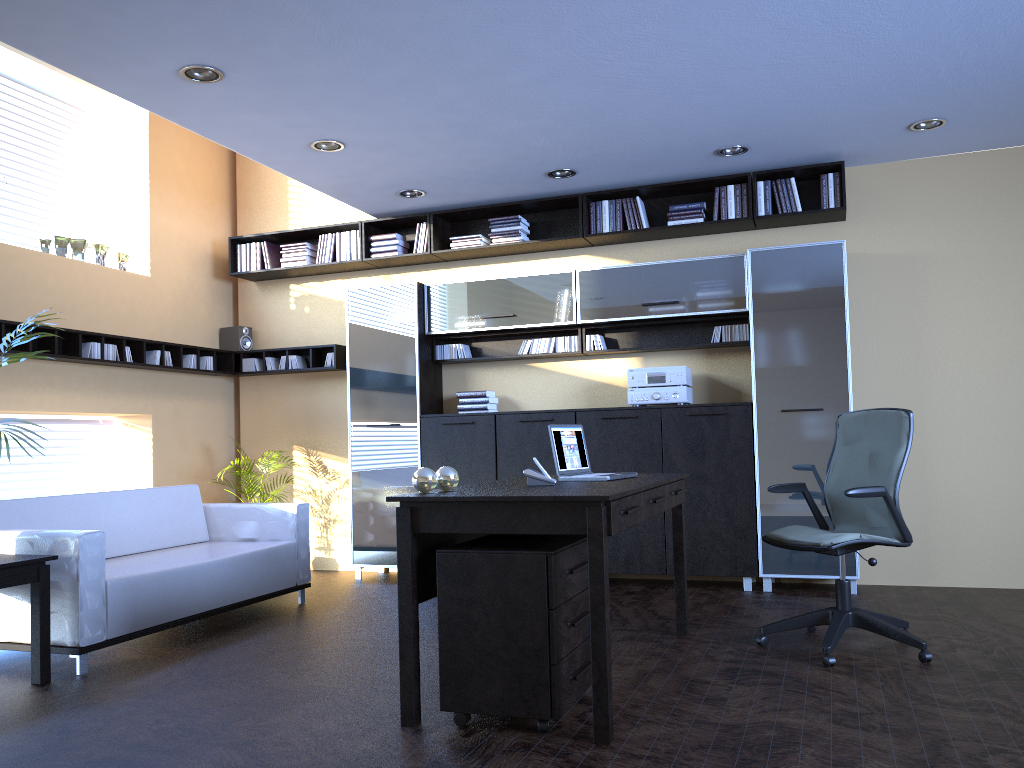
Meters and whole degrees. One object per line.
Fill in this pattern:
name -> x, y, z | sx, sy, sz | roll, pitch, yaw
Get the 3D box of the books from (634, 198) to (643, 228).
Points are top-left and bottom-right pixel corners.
books -> 0.990, -1.279, 6.791 | 0.072, 0.257, 0.207 | -2, -3, 20

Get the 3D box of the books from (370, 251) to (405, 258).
books -> -1.032, -1.072, 7.497 | 0.258, 0.050, 0.208 | -3, -4, 19

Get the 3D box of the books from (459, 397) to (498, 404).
books -> -0.268, 0.138, 7.203 | 0.258, 0.050, 0.208 | -3, -4, 20

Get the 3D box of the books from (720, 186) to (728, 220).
books -> 1.579, -1.310, 6.567 | 0.050, 0.258, 0.207 | -2, -3, 20

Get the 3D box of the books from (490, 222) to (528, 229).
books -> -0.024, -1.258, 7.139 | 0.258, 0.028, 0.208 | -3, -4, 19

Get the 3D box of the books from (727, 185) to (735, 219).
books -> 1.625, -1.313, 6.541 | 0.050, 0.258, 0.207 | -2, -3, 20

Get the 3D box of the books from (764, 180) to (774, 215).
books -> 1.868, -1.325, 6.451 | 0.050, 0.258, 0.207 | -2, -3, 20

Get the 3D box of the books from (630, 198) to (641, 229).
books -> 0.964, -1.277, 6.783 | 0.072, 0.257, 0.207 | -2, -3, 20

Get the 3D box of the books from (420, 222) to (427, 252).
books -> -0.698, -1.195, 7.375 | 0.075, 0.259, 0.207 | -2, -3, 19

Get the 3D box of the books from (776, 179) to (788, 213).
books -> 1.959, -1.330, 6.419 | 0.075, 0.259, 0.207 | -2, -3, 19

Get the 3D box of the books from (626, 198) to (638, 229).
books -> 0.935, -1.277, 6.798 | 0.075, 0.259, 0.207 | -2, -3, 20

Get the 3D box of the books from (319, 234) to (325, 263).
books -> -1.601, -1.149, 7.699 | 0.075, 0.259, 0.207 | -2, -3, 19

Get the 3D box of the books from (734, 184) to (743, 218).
books -> 1.674, -1.315, 6.524 | 0.050, 0.258, 0.207 | -2, -3, 20

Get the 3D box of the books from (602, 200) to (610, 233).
books -> 0.746, -1.267, 6.864 | 0.050, 0.258, 0.207 | -2, -3, 20

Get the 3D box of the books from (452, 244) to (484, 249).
books -> -0.333, -1.100, 7.236 | 0.258, 0.028, 0.207 | -3, -4, 20

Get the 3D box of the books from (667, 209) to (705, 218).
books -> 1.311, -1.265, 6.662 | 0.258, 0.031, 0.208 | -3, -4, 19

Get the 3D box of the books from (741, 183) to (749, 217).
books -> 1.723, -1.317, 6.506 | 0.050, 0.258, 0.207 | -2, -3, 20

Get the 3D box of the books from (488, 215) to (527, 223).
books -> -0.034, -1.314, 7.144 | 0.258, 0.028, 0.208 | -3, -4, 20

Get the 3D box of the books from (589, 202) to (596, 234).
books -> 0.650, -1.262, 6.904 | 0.050, 0.258, 0.207 | -2, -3, 20

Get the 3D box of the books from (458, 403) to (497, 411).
books -> -0.281, 0.189, 7.197 | 0.258, 0.050, 0.208 | -3, -4, 20

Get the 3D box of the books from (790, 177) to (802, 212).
books -> 2.048, -1.334, 6.386 | 0.075, 0.259, 0.207 | -2, -3, 19

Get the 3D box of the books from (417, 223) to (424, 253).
books -> -0.724, -1.192, 7.398 | 0.075, 0.259, 0.207 | -2, -3, 19

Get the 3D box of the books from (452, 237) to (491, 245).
books -> -0.330, -1.156, 7.246 | 0.258, 0.028, 0.208 | -3, -4, 19

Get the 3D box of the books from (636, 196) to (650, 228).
books -> 1.003, -1.281, 6.759 | 0.072, 0.257, 0.207 | -2, -3, 19

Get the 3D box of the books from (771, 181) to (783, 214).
books -> 1.936, -1.327, 6.450 | 0.075, 0.259, 0.207 | -2, -3, 20

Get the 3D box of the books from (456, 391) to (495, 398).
books -> -0.293, 0.087, 7.203 | 0.258, 0.050, 0.208 | -3, -4, 19

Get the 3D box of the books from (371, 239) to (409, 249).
books -> -1.032, -1.174, 7.505 | 0.258, 0.050, 0.208 | -3, -4, 20

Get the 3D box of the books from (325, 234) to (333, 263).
books -> -1.541, -1.152, 7.678 | 0.075, 0.259, 0.207 | -2, -3, 19

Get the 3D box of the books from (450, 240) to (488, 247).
books -> -0.343, -1.128, 7.243 | 0.258, 0.028, 0.207 | -3, -4, 20

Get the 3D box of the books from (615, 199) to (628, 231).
books -> 0.846, -1.272, 6.833 | 0.050, 0.258, 0.207 | -2, -3, 20

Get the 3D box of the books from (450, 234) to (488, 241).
books -> -0.349, -1.183, 7.260 | 0.258, 0.028, 0.208 | -3, -4, 19

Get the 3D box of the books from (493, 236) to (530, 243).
books -> 0.002, -1.144, 7.134 | 0.258, 0.028, 0.207 | -3, -4, 20

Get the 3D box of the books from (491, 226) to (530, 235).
books -> -0.010, -1.230, 7.144 | 0.258, 0.028, 0.208 | -3, -4, 20

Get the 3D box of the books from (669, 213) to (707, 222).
books -> 1.324, -1.234, 6.657 | 0.258, 0.031, 0.208 | -3, -4, 20

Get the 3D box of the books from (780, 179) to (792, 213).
books -> 1.990, -1.331, 6.412 | 0.075, 0.259, 0.207 | -2, -3, 20

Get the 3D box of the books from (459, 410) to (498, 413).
books -> -0.272, 0.239, 7.187 | 0.258, 0.050, 0.207 | -3, -4, 20

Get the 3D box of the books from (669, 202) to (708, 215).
books -> 1.328, -1.307, 6.649 | 0.258, 0.050, 0.208 | -3, -4, 20

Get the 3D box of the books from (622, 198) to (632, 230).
books -> 0.906, -1.275, 6.810 | 0.075, 0.259, 0.207 | -2, -3, 20

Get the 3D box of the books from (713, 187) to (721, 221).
books -> 1.528, -1.307, 6.582 | 0.055, 0.260, 0.207 | -2, -3, 20

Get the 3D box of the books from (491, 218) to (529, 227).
books -> -0.014, -1.287, 7.133 | 0.258, 0.028, 0.208 | -3, -4, 19

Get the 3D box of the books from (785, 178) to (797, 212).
books -> 2.019, -1.333, 6.398 | 0.075, 0.259, 0.207 | -2, -3, 19

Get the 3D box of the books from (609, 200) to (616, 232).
books -> 0.798, -1.270, 6.853 | 0.050, 0.258, 0.207 | -2, -3, 20

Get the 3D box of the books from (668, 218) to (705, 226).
books -> 1.318, -1.191, 6.666 | 0.258, 0.050, 0.208 | -3, -4, 19

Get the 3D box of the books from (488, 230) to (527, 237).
books -> -0.034, -1.198, 7.161 | 0.258, 0.028, 0.208 | -3, -4, 19

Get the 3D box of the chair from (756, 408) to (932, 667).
chair -> 1.707, 0.732, 4.521 | 0.768, 1.214, 0.833 | 0, -3, -23

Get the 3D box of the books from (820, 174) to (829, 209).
books -> 2.234, -1.343, 6.336 | 0.050, 0.258, 0.207 | -2, -3, 19

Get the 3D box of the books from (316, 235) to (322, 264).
books -> -1.628, -1.147, 7.716 | 0.075, 0.259, 0.207 | -2, -3, 19

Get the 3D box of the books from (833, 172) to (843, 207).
books -> 2.315, -1.347, 6.295 | 0.050, 0.258, 0.207 | -2, -3, 19

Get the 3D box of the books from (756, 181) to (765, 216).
books -> 1.820, -1.323, 6.468 | 0.050, 0.258, 0.207 | -2, -3, 19

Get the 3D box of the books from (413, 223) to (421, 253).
books -> -0.755, -1.191, 7.405 | 0.075, 0.259, 0.207 | -2, -3, 20

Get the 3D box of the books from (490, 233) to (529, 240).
books -> -0.018, -1.172, 7.140 | 0.258, 0.028, 0.208 | -3, -4, 19

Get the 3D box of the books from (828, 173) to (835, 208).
books -> 2.273, -1.345, 6.311 | 0.036, 0.258, 0.207 | -2, -3, 20

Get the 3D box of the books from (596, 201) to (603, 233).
books -> 0.699, -1.265, 6.887 | 0.050, 0.258, 0.207 | -2, -3, 20

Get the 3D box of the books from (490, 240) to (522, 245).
books -> -0.020, -1.115, 7.131 | 0.258, 0.028, 0.208 | -3, -4, 19
